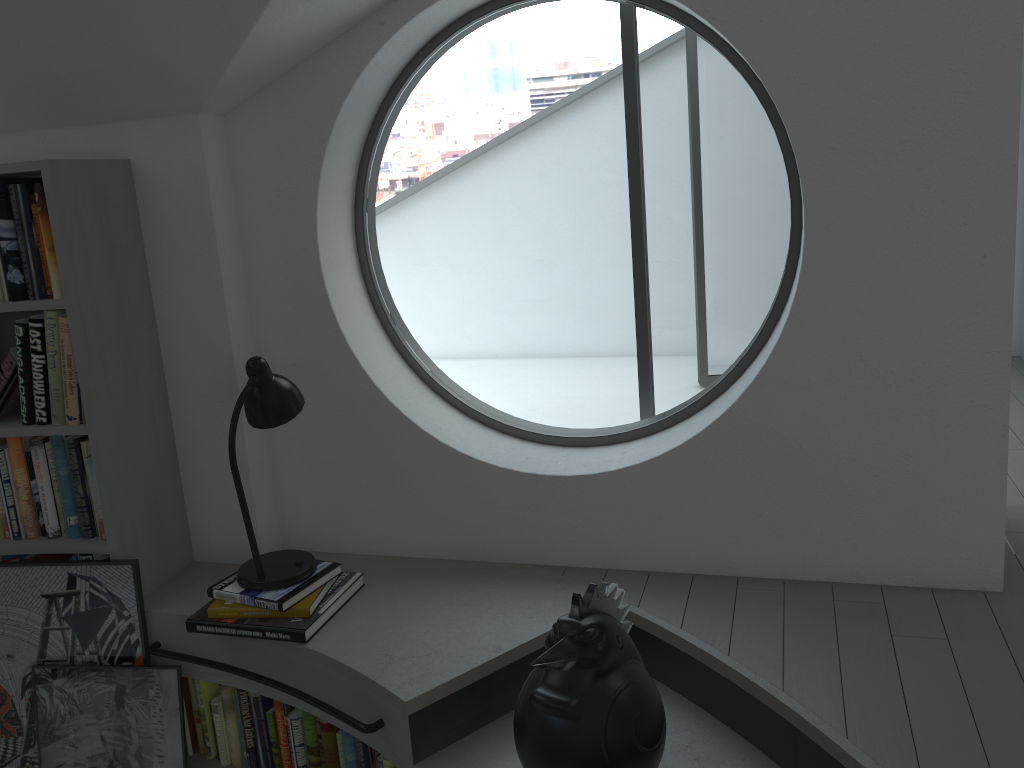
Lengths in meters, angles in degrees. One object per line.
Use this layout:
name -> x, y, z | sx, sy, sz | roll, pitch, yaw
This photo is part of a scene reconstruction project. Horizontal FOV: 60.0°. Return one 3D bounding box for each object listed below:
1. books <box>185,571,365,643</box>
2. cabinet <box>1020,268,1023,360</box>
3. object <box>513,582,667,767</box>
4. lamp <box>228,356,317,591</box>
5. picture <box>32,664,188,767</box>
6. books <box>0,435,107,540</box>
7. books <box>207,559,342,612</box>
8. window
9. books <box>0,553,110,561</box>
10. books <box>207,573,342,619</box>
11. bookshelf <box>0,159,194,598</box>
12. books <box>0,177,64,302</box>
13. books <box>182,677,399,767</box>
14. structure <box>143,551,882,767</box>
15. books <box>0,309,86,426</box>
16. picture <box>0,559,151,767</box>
books -> -0.700, 0.654, 2.660 | 0.388, 0.042, 0.368 | 0, 14, 18
cabinet -> 3.046, -1.078, 4.548 | 0.642, 1.978, 0.363 | -1, 12, 17
object -> 0.160, 0.689, 1.845 | 0.321, 0.559, 0.322 | -6, 12, -9
lamp -> -0.715, 0.244, 2.610 | 0.233, 0.656, 0.324 | 3, 14, 33
picture -> -1.225, 1.136, 2.714 | 0.489, 0.552, 0.107 | -3, 12, 8
books -> -1.695, 0.324, 2.851 | 1.020, 0.346, 0.277 | -4, 12, 3
books -> -0.705, 0.587, 2.646 | 0.286, 0.031, 0.271 | 2, 15, 27
window -> 0.174, -0.513, 2.882 | 1.470, 1.462, 0.105 | -1, 12, 18
books -> -1.734, 0.703, 2.914 | 1.184, 0.357, 0.305 | -5, 12, -1
books -> -0.702, 0.618, 2.653 | 0.304, 0.034, 0.288 | -3, 13, 8
bookshelf -> -2.757, 0.730, 1.275 | 2.108, 1.869, 4.360 | -1, 13, 18
books -> -1.772, -0.420, 2.694 | 1.014, 0.360, 0.294 | -4, 12, 0
books -> -0.623, 1.047, 2.668 | 1.148, 0.296, 0.274 | 4, 15, 31
structure -> -1.383, 1.468, 1.011 | 4.719, 0.689, 4.728 | -11, 15, -26
books -> -1.731, -0.047, 2.768 | 1.052, 0.356, 0.281 | -4, 12, 3
picture -> -1.395, 0.971, 2.777 | 0.578, 0.858, 0.091 | -3, 12, 8
